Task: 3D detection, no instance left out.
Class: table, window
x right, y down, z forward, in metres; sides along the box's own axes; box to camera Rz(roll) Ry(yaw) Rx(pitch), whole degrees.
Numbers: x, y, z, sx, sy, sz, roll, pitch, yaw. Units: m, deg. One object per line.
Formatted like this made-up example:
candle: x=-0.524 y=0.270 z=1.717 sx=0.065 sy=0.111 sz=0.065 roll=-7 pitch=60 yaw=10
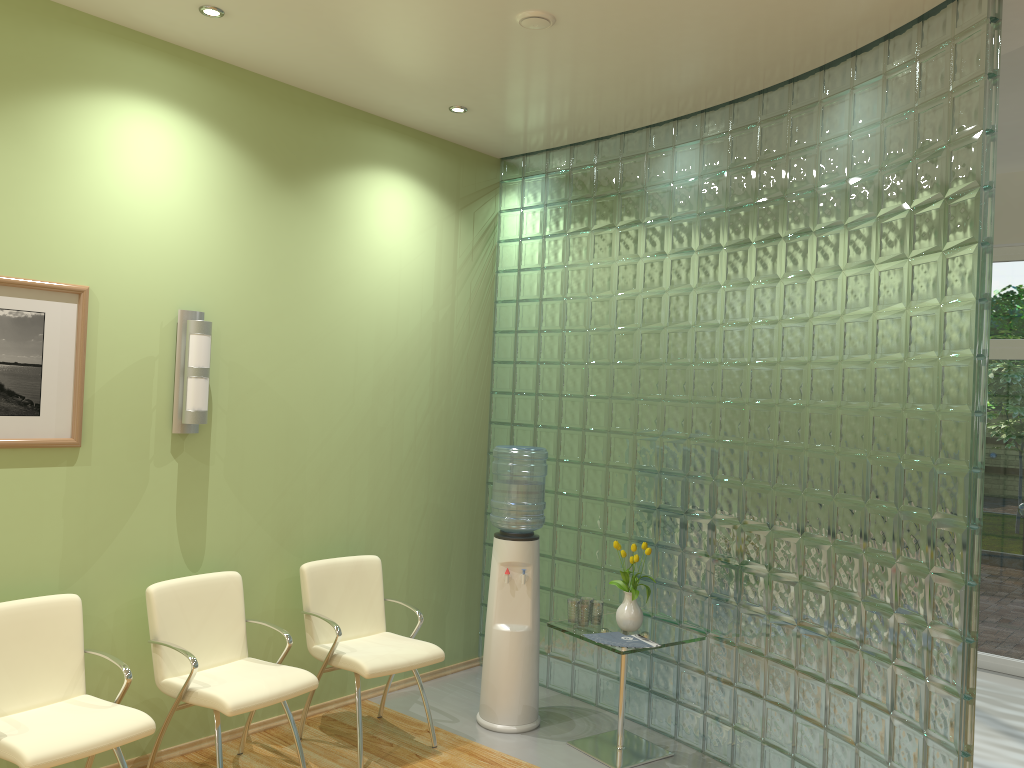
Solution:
table: x=0.567 y=1.567 z=4.551 sx=0.581 sy=0.614 sz=0.581 roll=3 pitch=-1 yaw=-36
window: x=5.234 y=0.587 z=4.812 sx=9.401 sy=3.000 sz=0.092 roll=2 pitch=-1 yaw=40

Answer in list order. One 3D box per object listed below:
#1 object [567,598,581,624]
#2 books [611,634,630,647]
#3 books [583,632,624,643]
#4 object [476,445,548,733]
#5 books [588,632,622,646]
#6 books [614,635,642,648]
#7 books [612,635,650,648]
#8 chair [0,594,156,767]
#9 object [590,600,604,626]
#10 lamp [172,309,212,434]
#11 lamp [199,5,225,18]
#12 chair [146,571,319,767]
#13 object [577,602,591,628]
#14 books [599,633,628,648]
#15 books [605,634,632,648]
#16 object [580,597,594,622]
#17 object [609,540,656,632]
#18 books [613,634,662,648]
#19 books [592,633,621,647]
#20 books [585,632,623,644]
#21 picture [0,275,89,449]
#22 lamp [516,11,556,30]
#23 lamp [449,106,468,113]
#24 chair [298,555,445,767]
object: x=0.323 y=1.190 z=4.650 sx=0.072 sy=0.119 sz=0.071 roll=2 pitch=-1 yaw=40
books: x=0.561 y=1.255 z=4.331 sx=0.150 sy=0.004 sz=0.210 roll=3 pitch=-1 yaw=5
books: x=0.475 y=1.252 z=4.392 sx=0.210 sy=0.004 sz=0.150 roll=3 pitch=-1 yaw=-25
object: x=0.014 y=1.100 z=4.871 sx=0.353 sy=1.506 sz=0.353 roll=3 pitch=-1 yaw=-43
books: x=0.496 y=1.252 z=4.362 sx=0.210 sy=0.004 sz=0.150 roll=3 pitch=-1 yaw=-45
books: x=0.597 y=1.256 z=4.334 sx=0.150 sy=0.004 sz=0.210 roll=3 pitch=-1 yaw=-15
books: x=0.579 y=1.255 z=4.331 sx=0.150 sy=0.004 sz=0.210 roll=3 pitch=-1 yaw=-5
chair: x=13.484 y=1.954 z=3.674 sx=31.281 sy=0.986 sz=0.752 roll=3 pitch=-1 yaw=-1
object: x=0.440 y=1.195 z=4.626 sx=0.072 sy=0.119 sz=0.071 roll=2 pitch=-1 yaw=40
lamp: x=-1.494 y=-0.055 z=4.167 sx=0.142 sy=0.580 sz=0.134 roll=2 pitch=-1 yaw=40
lamp: x=-1.265 y=-1.566 z=3.736 sx=0.105 sy=0.011 sz=0.105 roll=2 pitch=-1 yaw=21
chair: x=13.744 y=1.970 z=3.989 sx=30.806 sy=0.986 sz=0.748 roll=3 pitch=-1 yaw=0
object: x=0.370 y=1.192 z=4.580 sx=0.072 sy=0.119 sz=0.071 roll=2 pitch=-1 yaw=40
books: x=0.526 y=1.253 z=4.341 sx=0.150 sy=0.004 sz=0.210 roll=2 pitch=-1 yaw=25
books: x=0.543 y=1.254 z=4.334 sx=0.150 sy=0.004 sz=0.210 roll=2 pitch=-1 yaw=15
object: x=0.396 y=1.194 z=4.693 sx=0.072 sy=0.119 sz=0.071 roll=2 pitch=-1 yaw=40
object: x=0.613 y=1.032 z=4.549 sx=0.219 sy=0.459 sz=0.201 roll=3 pitch=-1 yaw=-20
books: x=0.614 y=1.257 z=4.340 sx=0.150 sy=0.004 sz=0.210 roll=3 pitch=-1 yaw=-25
books: x=0.510 y=1.253 z=4.350 sx=0.150 sy=0.004 sz=0.210 roll=2 pitch=-1 yaw=35
books: x=0.484 y=1.252 z=4.376 sx=0.210 sy=0.004 sz=0.150 roll=3 pitch=-1 yaw=-35
picture: x=-2.170 y=-0.094 z=3.460 sx=0.025 sy=0.700 sz=1.000 roll=2 pitch=-1 yaw=40
lamp: x=0.098 y=-1.499 z=3.678 sx=0.167 sy=0.024 sz=0.167 roll=2 pitch=-1 yaw=23
lamp: x=-0.297 y=-1.509 z=4.880 sx=0.105 sy=0.011 sz=0.105 roll=2 pitch=-1 yaw=21
chair: x=-0.731 y=1.374 z=4.517 sx=0.536 sy=0.881 sz=0.650 roll=3 pitch=-1 yaw=-45
